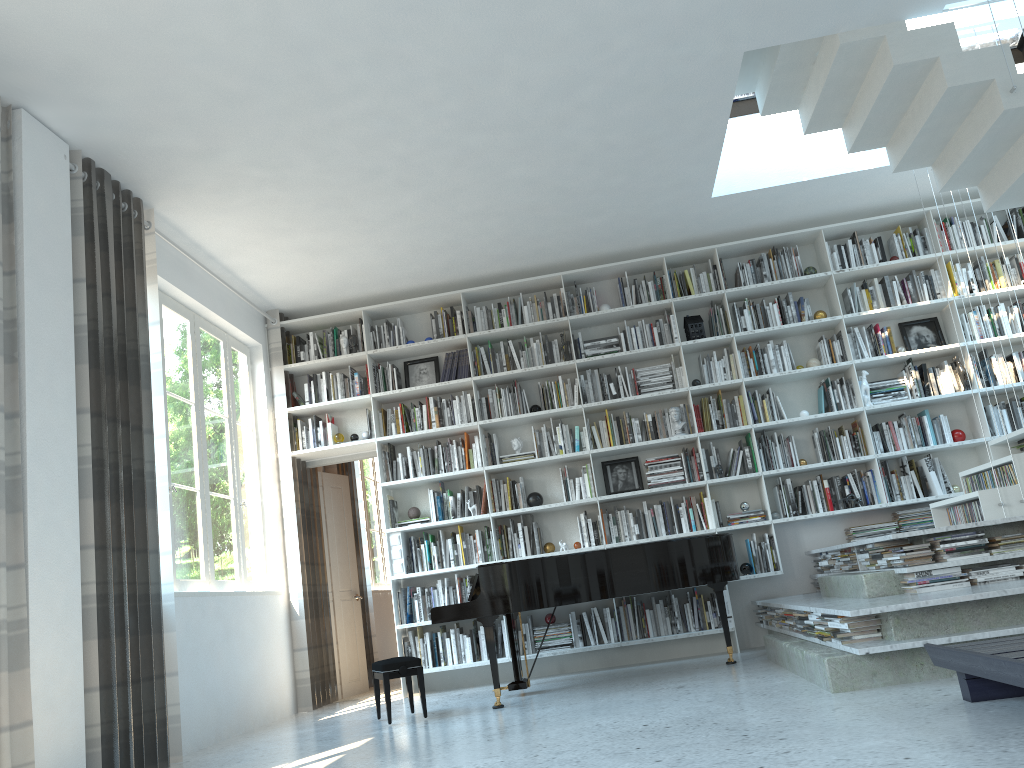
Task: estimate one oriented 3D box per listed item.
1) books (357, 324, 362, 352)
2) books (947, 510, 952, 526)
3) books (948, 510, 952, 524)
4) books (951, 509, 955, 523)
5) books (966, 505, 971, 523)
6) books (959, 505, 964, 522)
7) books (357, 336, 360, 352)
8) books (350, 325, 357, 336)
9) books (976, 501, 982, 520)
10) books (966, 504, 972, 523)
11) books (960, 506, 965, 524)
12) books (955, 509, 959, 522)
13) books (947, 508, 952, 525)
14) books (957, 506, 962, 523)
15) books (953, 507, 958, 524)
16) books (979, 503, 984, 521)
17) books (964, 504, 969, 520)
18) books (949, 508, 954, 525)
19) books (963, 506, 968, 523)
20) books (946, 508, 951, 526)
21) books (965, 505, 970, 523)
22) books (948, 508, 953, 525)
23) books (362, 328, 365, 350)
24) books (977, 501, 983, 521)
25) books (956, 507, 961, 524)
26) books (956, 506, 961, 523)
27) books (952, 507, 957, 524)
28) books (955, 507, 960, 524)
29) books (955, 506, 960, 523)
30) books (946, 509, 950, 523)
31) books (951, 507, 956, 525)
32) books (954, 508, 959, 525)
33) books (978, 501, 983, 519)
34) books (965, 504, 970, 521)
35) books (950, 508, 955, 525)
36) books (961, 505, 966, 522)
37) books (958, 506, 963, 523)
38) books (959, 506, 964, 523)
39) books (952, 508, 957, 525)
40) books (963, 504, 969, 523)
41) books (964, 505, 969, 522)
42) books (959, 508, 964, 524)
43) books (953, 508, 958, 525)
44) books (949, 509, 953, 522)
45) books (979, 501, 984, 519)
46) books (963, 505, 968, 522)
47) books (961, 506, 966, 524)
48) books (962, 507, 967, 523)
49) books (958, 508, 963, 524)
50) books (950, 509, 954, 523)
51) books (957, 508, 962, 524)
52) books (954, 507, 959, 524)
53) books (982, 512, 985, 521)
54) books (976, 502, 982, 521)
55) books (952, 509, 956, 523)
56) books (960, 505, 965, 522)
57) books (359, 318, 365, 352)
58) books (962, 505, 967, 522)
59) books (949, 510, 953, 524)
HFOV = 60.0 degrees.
[{"bbox_3d":[-1.268,-0.349,7.539,0.022,0.286,0.175,-9,-13,5],"label":"books"},{"bbox_3d":[2.932,0.869,5.818,0.125,0.125,0.008,-9,-13,5],"label":"books"},{"bbox_3d":[2.930,0.865,5.800,0.125,0.125,0.009,-9,-13,5],"label":"books"},{"bbox_3d":[2.923,0.852,5.745,0.125,0.125,0.009,-9,-13,5],"label":"books"},{"bbox_3d":[2.891,0.794,5.491,0.125,0.125,0.007,-9,-13,5],"label":"books"},{"bbox_3d":[2.904,0.818,5.596,0.125,0.125,0.008,-9,-13,5],"label":"books"},{"bbox_3d":[-1.286,-0.295,7.530,0.028,0.184,0.168,-9,-14,5],"label":"books"},{"bbox_3d":[-1.335,-0.338,7.553,0.013,0.291,0.155,-9,-13,5],"label":"books"},{"bbox_3d":[2.869,0.755,5.322,0.125,0.125,0.010,-9,-13,5],"label":"books"},{"bbox_3d":[2.890,0.792,5.484,0.125,0.125,0.007,-9,-13,5],"label":"books"},{"bbox_3d":[2.903,0.816,5.589,0.125,0.125,0.007,-9,-13,5],"label":"books"},{"bbox_3d":[2.915,0.837,5.678,0.125,0.125,0.007,-9,-13,5],"label":"books"},{"bbox_3d":[2.931,0.867,5.809,0.125,0.125,0.010,-9,-13,5],"label":"books"},{"bbox_3d":[2.909,0.827,5.634,0.125,0.125,0.009,-9,-13,5],"label":"books"},{"bbox_3d":[2.917,0.842,5.701,0.125,0.125,0.008,-9,-13,5],"label":"books"},{"bbox_3d":[2.866,0.749,5.295,0.125,0.125,0.007,-9,-13,5],"label":"books"},{"bbox_3d":[2.894,0.799,5.513,0.125,0.125,0.007,-9,-13,5],"label":"books"},{"bbox_3d":[2.926,0.858,5.770,0.125,0.125,0.008,-9,-13,5],"label":"books"},{"bbox_3d":[2.897,0.806,5.543,0.125,0.125,0.008,-9,-13,5],"label":"books"},{"bbox_3d":[2.933,0.870,5.824,0.125,0.125,0.008,-9,-13,5],"label":"books"},{"bbox_3d":[2.893,0.797,5.506,0.125,0.125,0.008,-9,-13,5],"label":"books"},{"bbox_3d":[2.929,0.863,5.792,0.125,0.125,0.007,-9,-13,5],"label":"books"},{"bbox_3d":[-1.230,-0.341,7.534,0.025,0.259,0.138,-9,-13,5],"label":"books"},{"bbox_3d":[2.868,0.753,5.314,0.125,0.125,0.012,-9,-13,5],"label":"books"},{"bbox_3d":[2.912,0.832,5.657,0.125,0.125,0.008,-9,-13,5],"label":"books"},{"bbox_3d":[2.911,0.830,5.649,0.125,0.125,0.007,-9,-13,5],"label":"books"},{"bbox_3d":[2.919,0.846,5.716,0.125,0.125,0.008,-9,-13,5],"label":"books"},{"bbox_3d":[2.914,0.835,5.671,0.125,0.125,0.007,-9,-13,5],"label":"books"},{"bbox_3d":[2.913,0.833,5.664,0.125,0.125,0.008,-9,-13,5],"label":"books"},{"bbox_3d":[2.934,0.872,5.832,0.125,0.125,0.007,-9,-13,5],"label":"books"},{"bbox_3d":[2.922,0.851,5.738,0.125,0.125,0.009,-9,-13,5],"label":"books"},{"bbox_3d":[2.916,0.840,5.693,0.125,0.125,0.008,-9,-13,5],"label":"books"},{"bbox_3d":[2.867,0.751,5.303,0.125,0.125,0.008,-9,-13,5],"label":"books"},{"bbox_3d":[2.892,0.796,5.499,0.125,0.125,0.007,-9,-13,5],"label":"books"},{"bbox_3d":[2.924,0.854,5.754,0.125,0.125,0.007,-9,-13,5],"label":"books"},{"bbox_3d":[2.900,0.811,5.566,0.125,0.125,0.009,-9,-13,5],"label":"books"},{"bbox_3d":[2.907,0.823,5.619,0.125,0.125,0.007,-9,-13,5],"label":"books"},{"bbox_3d":[2.905,0.820,5.603,0.125,0.125,0.009,-9,-13,5],"label":"books"},{"bbox_3d":[2.920,0.847,5.723,0.125,0.125,0.008,-9,-13,5],"label":"books"},{"bbox_3d":[2.896,0.802,5.528,0.125,0.125,0.008,-9,-13,5],"label":"books"},{"bbox_3d":[2.895,0.801,5.521,0.125,0.125,0.009,-9,-13,5],"label":"books"},{"bbox_3d":[2.906,0.821,5.611,0.125,0.125,0.008,-9,-13,5],"label":"books"},{"bbox_3d":[2.918,0.844,5.708,0.125,0.125,0.008,-9,-13,5],"label":"books"},{"bbox_3d":[2.927,0.860,5.777,0.125,0.125,0.008,-9,-13,5],"label":"books"},{"bbox_3d":[2.865,0.747,5.288,0.125,0.125,0.007,-9,-13,5],"label":"books"},{"bbox_3d":[2.896,0.804,5.535,0.125,0.125,0.007,-9,-13,5],"label":"books"},{"bbox_3d":[2.901,0.813,5.573,0.125,0.125,0.008,-9,-13,5],"label":"books"},{"bbox_3d":[2.899,0.809,5.558,0.125,0.125,0.008,-9,-13,5],"label":"books"},{"bbox_3d":[2.908,0.825,5.626,0.125,0.125,0.007,-9,-13,5],"label":"books"},{"bbox_3d":[2.925,0.856,5.762,0.125,0.125,0.010,-9,-13,5],"label":"books"},{"bbox_3d":[2.910,0.828,5.642,0.125,0.125,0.008,-9,-13,5],"label":"books"},{"bbox_3d":[2.915,0.838,5.685,0.125,0.125,0.007,-9,-13,5],"label":"books"},{"bbox_3d":[2.864,0.745,5.281,0.125,0.125,0.007,-9,-13,5],"label":"books"},{"bbox_3d":[2.870,0.757,5.330,0.125,0.125,0.008,-9,-13,5],"label":"books"},{"bbox_3d":[2.921,0.849,5.730,0.125,0.125,0.007,-9,-13,5],"label":"books"},{"bbox_3d":[2.902,0.814,5.581,0.125,0.125,0.009,-9,-13,5],"label":"books"},{"bbox_3d":[-1.255,-0.377,7.538,0.014,0.336,0.168,-9,-13,5],"label":"books"},{"bbox_3d":[2.898,0.807,5.550,0.125,0.125,0.009,-9,-13,5],"label":"books"},{"bbox_3d":[2.928,0.861,5.784,0.125,0.125,0.007,-9,-13,5],"label":"books"}]
